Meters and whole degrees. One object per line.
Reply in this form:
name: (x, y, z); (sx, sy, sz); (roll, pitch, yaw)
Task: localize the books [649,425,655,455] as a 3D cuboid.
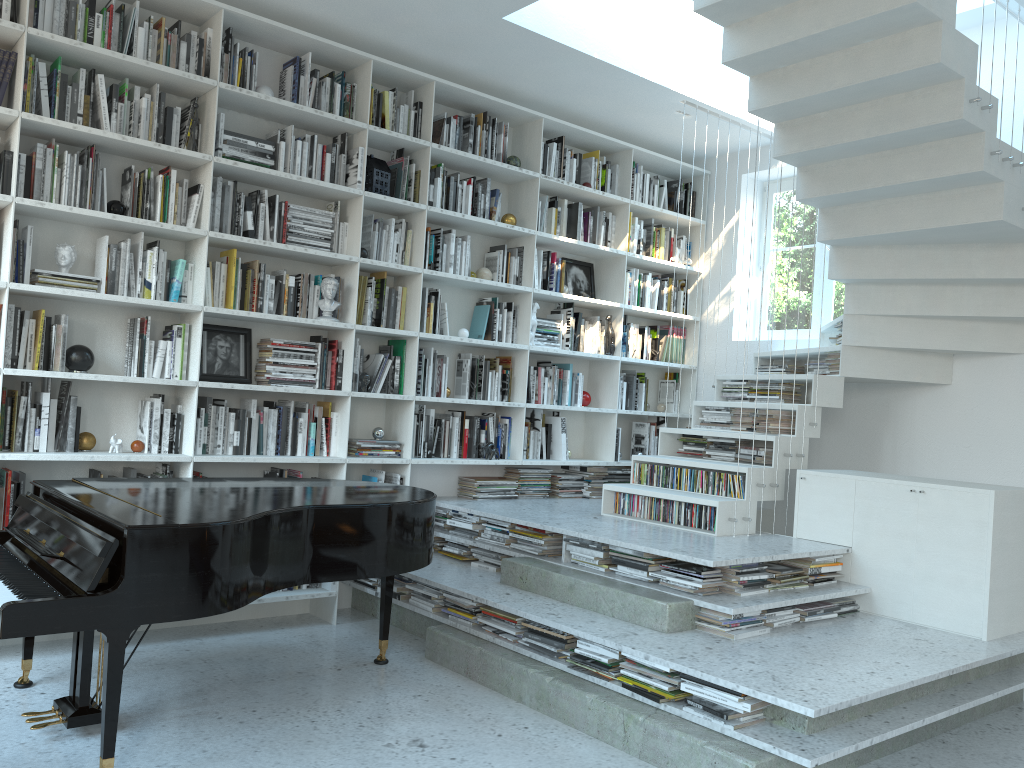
books: (0.982, 0.437, 6.568); (0.031, 0.266, 0.168); (4, -1, -39)

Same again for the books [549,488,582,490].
books: (0.385, 0.725, 6.186); (0.328, 0.008, 0.207); (5, -2, -37)

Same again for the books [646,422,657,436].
books: (1.024, 0.430, 6.616); (0.047, 0.287, 0.141); (4, -1, -39)

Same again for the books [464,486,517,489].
books: (-0.152, 0.665, 5.734); (0.308, 0.008, 0.195); (5, -2, -34)

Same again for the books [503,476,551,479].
books: (0.100, 0.629, 5.952); (0.285, 0.005, 0.159); (5, -2, -38)

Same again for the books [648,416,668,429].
books: (1.080, 0.410, 6.633); (0.010, 0.336, 0.185); (4, -1, -39)

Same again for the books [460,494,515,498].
books: (-0.160, 0.718, 5.733); (0.308, 0.008, 0.195); (5, -2, -43)

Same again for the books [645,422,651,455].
books: (0.955, 0.426, 6.567); (0.012, 0.285, 0.159); (4, -1, -39)

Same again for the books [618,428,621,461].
books: (0.706, 0.427, 6.318); (0.030, 0.238, 0.151); (4, -1, -39)

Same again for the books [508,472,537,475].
books: (0.110, 0.597, 5.947); (0.254, 0.006, 0.161); (5, -2, -44)

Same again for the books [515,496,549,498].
books: (0.092, 0.747, 5.953); (0.285, 0.007, 0.159); (5, -2, -39)

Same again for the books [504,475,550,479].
books: (0.101, 0.623, 5.952); (0.285, 0.005, 0.159); (5, -2, -40)

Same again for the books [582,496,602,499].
books: (0.510, 0.789, 6.240); (0.159, 0.012, 0.278); (5, -2, -36)

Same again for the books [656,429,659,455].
books: (1.048, 0.454, 6.641); (0.024, 0.243, 0.140); (4, -1, -39)

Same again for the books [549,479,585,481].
books: (0.394, 0.665, 6.180); (0.328, 0.008, 0.207); (5, -2, -34)

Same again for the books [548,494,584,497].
books: (0.386, 0.770, 6.181); (0.328, 0.008, 0.207); (5, -2, -43)

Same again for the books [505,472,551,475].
books: (0.107, 0.602, 5.950); (0.285, 0.005, 0.159); (5, -2, -42)

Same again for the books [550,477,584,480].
books: (0.389, 0.656, 6.186); (0.328, 0.008, 0.207); (5, -2, -37)

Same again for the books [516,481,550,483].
books: (0.099, 0.651, 5.955); (0.285, 0.007, 0.159); (5, -2, -39)

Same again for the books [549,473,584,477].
books: (0.390, 0.633, 6.187); (0.368, 0.007, 0.205); (5, -2, -37)

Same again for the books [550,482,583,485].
books: (0.389, 0.687, 6.184); (0.328, 0.008, 0.207); (5, -2, -42)

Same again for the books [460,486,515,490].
books: (-0.162, 0.673, 5.742); (0.308, 0.008, 0.195); (5, -2, -39)

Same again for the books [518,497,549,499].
books: (0.096, 0.754, 5.947); (0.254, 0.007, 0.161); (5, -2, -36)

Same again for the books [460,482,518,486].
books: (-0.150, 0.643, 5.734); (0.346, 0.007, 0.193); (5, -2, -44)

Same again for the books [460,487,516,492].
books: (-0.155, 0.680, 5.732); (0.308, 0.008, 0.195); (5, -2, -44)

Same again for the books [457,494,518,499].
books: (-0.160, 0.725, 5.732); (0.346, 0.007, 0.193); (5, -2, -35)

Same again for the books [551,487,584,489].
books: (0.386, 0.717, 6.186); (0.328, 0.008, 0.207); (5, -2, -41)

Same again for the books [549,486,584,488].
books: (0.384, 0.710, 6.188); (0.368, 0.007, 0.205); (5, -2, -38)

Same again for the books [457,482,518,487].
books: (-0.156, 0.650, 5.741); (0.346, 0.007, 0.193); (5, -2, -37)

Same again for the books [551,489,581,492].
books: (0.387, 0.732, 6.183); (0.368, 0.007, 0.205); (5, -2, -42)

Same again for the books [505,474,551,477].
books: (0.106, 0.612, 5.946); (0.285, 0.005, 0.159); (5, -2, -43)

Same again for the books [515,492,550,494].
books: (0.100, 0.720, 5.946); (0.285, 0.007, 0.159); (5, -2, -43)

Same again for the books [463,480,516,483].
books: (-0.154, 0.628, 5.741); (0.308, 0.008, 0.195); (5, -2, -37)

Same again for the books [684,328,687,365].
books: (1.273, -0.286, 6.858); (0.018, 0.293, 0.169); (4, -1, -39)

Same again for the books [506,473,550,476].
books: (0.108, 0.607, 5.949); (0.254, 0.006, 0.161); (5, -2, -35)

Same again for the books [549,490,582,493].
books: (0.383, 0.740, 6.188); (0.328, 0.008, 0.207); (5, -2, -40)

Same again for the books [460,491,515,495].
books: (-0.159, 0.703, 5.733); (0.308, 0.008, 0.195); (5, -2, -35)

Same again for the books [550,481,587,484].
books: (0.388, 0.679, 6.186); (0.328, 0.008, 0.207); (5, -2, -37)

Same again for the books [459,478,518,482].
books: (-0.154, 0.621, 5.741); (0.346, 0.007, 0.193); (5, -2, -41)

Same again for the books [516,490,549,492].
books: (0.102, 0.707, 5.948); (0.254, 0.007, 0.161); (5, -2, -43)

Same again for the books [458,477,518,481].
books: (-0.153, 0.613, 5.741); (0.346, 0.007, 0.193); (5, -2, -37)

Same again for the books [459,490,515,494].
books: (-0.162, 0.695, 5.737); (0.308, 0.008, 0.195); (5, -2, -37)

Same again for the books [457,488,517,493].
books: (-0.160, 0.688, 5.738); (0.346, 0.007, 0.193); (5, -2, -41)

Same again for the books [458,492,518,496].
books: (-0.157, 0.710, 5.730); (0.346, 0.007, 0.193); (5, -2, -34)

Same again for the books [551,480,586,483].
books: (0.386, 0.672, 6.189); (0.368, 0.007, 0.205); (5, -2, -40)

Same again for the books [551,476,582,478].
books: (0.396, 0.641, 6.179); (0.368, 0.007, 0.205); (5, -2, -44)

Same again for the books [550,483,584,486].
books: (0.389, 0.695, 6.183); (0.368, 0.007, 0.205); (5, -2, -36)

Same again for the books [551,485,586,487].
books: (0.385, 0.702, 6.188); (0.328, 0.008, 0.207); (5, -2, -38)

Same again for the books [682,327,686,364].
books: (1.265, -0.287, 6.839); (0.018, 0.293, 0.169); (4, -1, -39)

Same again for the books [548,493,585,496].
books: (0.385, 0.763, 6.183); (0.328, 0.008, 0.207); (5, -2, -36)

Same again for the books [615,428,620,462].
books: (0.690, 0.428, 6.302); (0.014, 0.233, 0.183); (4, -1, -39)

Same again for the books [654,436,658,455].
books: (1.006, 0.478, 6.597); (0.024, 0.188, 0.176); (4, -1, -39)

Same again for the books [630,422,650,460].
books: (0.944, 0.424, 6.536); (0.012, 0.285, 0.159); (4, -1, -39)

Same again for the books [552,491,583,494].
books: (0.380, 0.747, 6.190); (0.328, 0.008, 0.207); (5, -2, -39)

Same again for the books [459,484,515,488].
books: (-0.154, 0.658, 5.738); (0.346, 0.007, 0.193); (5, -2, -42)

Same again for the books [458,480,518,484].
books: (-0.155, 0.636, 5.741); (0.346, 0.007, 0.193); (5, -2, -37)

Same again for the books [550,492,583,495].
books: (0.382, 0.755, 6.188); (0.368, 0.007, 0.205); (5, -2, -38)

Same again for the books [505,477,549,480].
books: (0.100, 0.634, 5.951); (0.254, 0.006, 0.161); (5, -2, -40)

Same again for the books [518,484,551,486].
books: (0.106, 0.672, 5.945); (0.285, 0.007, 0.159); (5, -2, -44)
